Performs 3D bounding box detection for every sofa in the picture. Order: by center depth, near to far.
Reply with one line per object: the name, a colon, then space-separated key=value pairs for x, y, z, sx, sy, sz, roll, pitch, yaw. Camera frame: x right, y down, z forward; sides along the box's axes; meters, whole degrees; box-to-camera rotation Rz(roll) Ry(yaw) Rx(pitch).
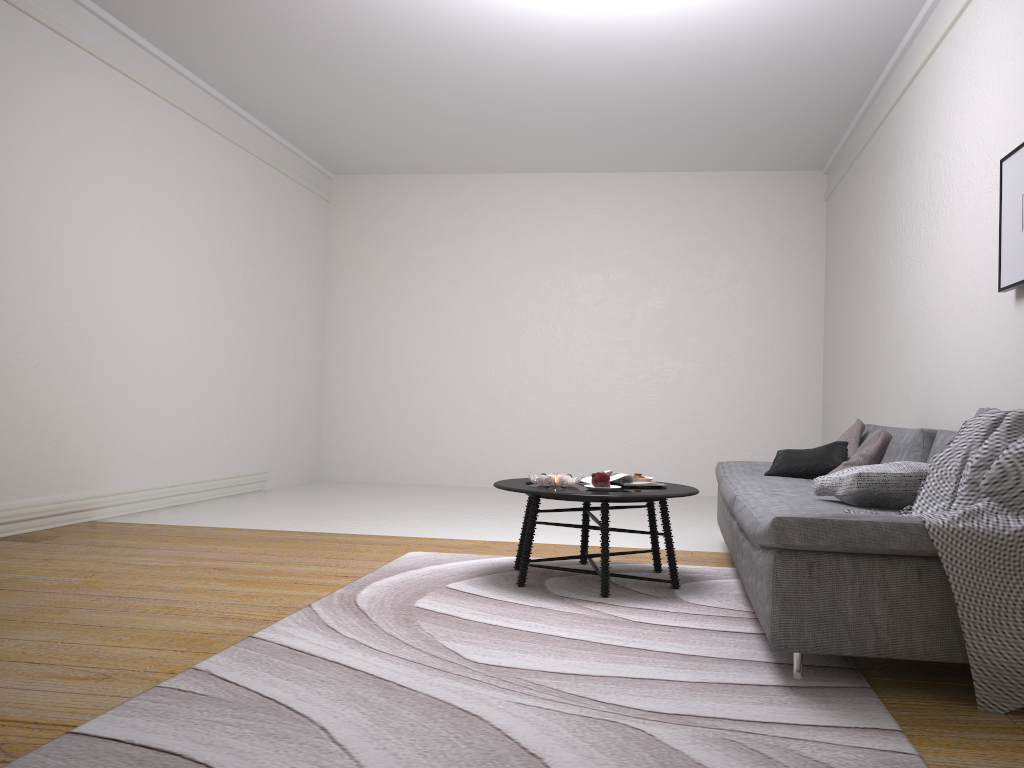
sofa: x=1.536 y=0.570 z=3.955 sx=1.096 sy=0.772 sz=3.075 roll=1 pitch=-2 yaw=10

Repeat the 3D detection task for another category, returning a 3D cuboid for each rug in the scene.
rug: x=0.090 y=0.855 z=2.770 sx=1.939 sy=0.008 sz=3.729 roll=1 pitch=-2 yaw=10

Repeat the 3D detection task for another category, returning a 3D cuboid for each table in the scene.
table: x=0.380 y=0.692 z=4.086 sx=0.940 sy=0.449 sz=0.948 roll=1 pitch=-2 yaw=7

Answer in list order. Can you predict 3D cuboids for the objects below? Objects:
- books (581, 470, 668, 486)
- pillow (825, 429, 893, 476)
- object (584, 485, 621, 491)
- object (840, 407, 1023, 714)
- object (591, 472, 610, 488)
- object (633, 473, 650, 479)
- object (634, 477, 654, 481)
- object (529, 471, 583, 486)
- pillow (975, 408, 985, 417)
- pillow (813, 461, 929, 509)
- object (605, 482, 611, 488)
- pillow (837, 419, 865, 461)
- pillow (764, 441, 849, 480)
books: x=0.526 y=0.453 z=4.286 sx=0.375 sy=0.048 sz=0.302 roll=2 pitch=-2 yaw=-12
pillow: x=1.809 y=0.388 z=4.678 sx=0.336 sy=0.318 sz=0.425 roll=1 pitch=-2 yaw=9
object: x=0.406 y=0.466 z=3.972 sx=0.171 sy=0.015 sz=0.164 roll=3 pitch=-2 yaw=-36
object: x=1.400 y=0.496 z=2.682 sx=0.630 sy=0.866 sz=0.870 roll=2 pitch=-2 yaw=-25
object: x=0.401 y=0.430 z=3.963 sx=0.108 sy=0.082 sz=0.090 roll=0 pitch=-2 yaw=44
object: x=0.626 y=0.460 z=4.418 sx=0.122 sy=0.036 sz=0.117 roll=3 pitch=-2 yaw=-29
object: x=0.625 y=0.473 z=4.415 sx=0.169 sy=0.015 sz=0.166 roll=2 pitch=-2 yaw=-9
object: x=0.204 y=0.442 z=4.132 sx=0.250 sy=0.062 sz=0.257 roll=1 pitch=-2 yaw=17
pillow: x=1.545 y=0.271 z=2.932 sx=0.240 sy=0.390 sz=0.429 roll=1 pitch=-2 yaw=10
pillow: x=1.423 y=0.389 z=3.419 sx=0.407 sy=0.194 sz=0.403 roll=2 pitch=-2 yaw=-4
object: x=0.429 y=0.455 z=4.024 sx=0.035 sy=0.036 sz=0.044 roll=1 pitch=-2 yaw=18
pillow: x=1.871 y=0.421 z=5.112 sx=0.346 sy=0.448 sz=0.487 roll=1 pitch=-2 yaw=30
pillow: x=1.631 y=0.446 z=4.891 sx=0.414 sy=0.268 sz=0.408 roll=1 pitch=-2 yaw=29
